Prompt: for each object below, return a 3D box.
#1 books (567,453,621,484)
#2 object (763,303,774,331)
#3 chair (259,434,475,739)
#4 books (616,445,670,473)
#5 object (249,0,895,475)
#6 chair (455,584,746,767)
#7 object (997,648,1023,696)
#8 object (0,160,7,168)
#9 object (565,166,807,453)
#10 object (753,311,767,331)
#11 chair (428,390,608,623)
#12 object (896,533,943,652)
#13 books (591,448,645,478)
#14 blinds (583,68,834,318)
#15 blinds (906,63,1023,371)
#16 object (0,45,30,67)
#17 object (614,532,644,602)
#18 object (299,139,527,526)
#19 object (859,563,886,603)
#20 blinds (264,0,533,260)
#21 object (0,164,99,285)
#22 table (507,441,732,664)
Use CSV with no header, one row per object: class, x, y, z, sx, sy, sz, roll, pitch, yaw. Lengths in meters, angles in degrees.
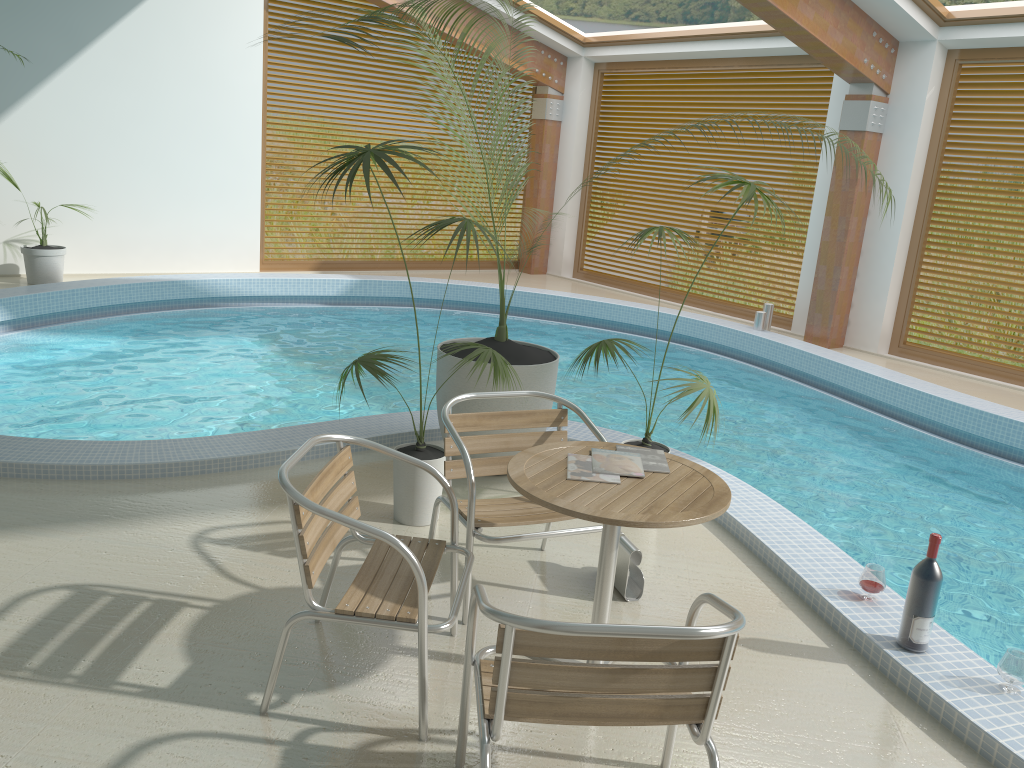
books,0.260,0.270,2.838,0.166,0.004,0.241,6,14,3
object,2.837,-0.733,9.872,0.115,0.320,0.115,8,15,10
chair,-0.421,0.585,2.799,0.563,0.727,0.618,6,14,4
books,0.436,0.251,2.973,0.166,0.004,0.241,6,14,3
object,0.137,-0.944,4.441,2.979,2.960,2.729,0,15,-21
chair,0.197,0.790,2.215,0.618,0.727,0.563,4,14,-6
object,1.676,0.960,2.959,0.102,0.137,0.102,-3,16,-29
object,-5.011,-1.466,8.016,0.822,1.310,1.067,5,14,1
object,0.793,-0.189,4.299,1.059,1.695,0.791,16,18,37
object,2.665,-0.684,9.534,0.115,0.204,0.115,6,14,2
chair,0.035,0.452,3.472,0.618,0.727,0.563,-2,16,-25
object,1.462,0.735,3.149,0.109,0.435,0.109,4,14,-4
books,0.344,0.257,2.901,0.166,0.004,0.241,6,14,3
blinds,2.421,-2.525,11.379,0.095,2.921,4.200,-6,18,-37
blinds,5.455,-1.271,7.565,0.095,2.921,4.200,-6,18,-37
object,-4.429,-1.351,4.441,2.979,2.960,2.729,9,15,16
object,0.450,0.719,3.615,0.081,0.223,0.272,0,15,-18
object,-0.423,-0.181,3.851,1.059,1.695,0.791,4,14,-3
object,1.434,0.791,3.529,0.102,0.137,0.102,-3,16,-29
blinds,-1.488,-3.618,12.017,4.500,4.025,0.099,-6,18,-37
object,-4.673,-1.637,8.797,1.067,1.310,0.822,-2,16,-26
table,0.303,0.639,2.879,0.700,0.720,0.700,0,15,-19
